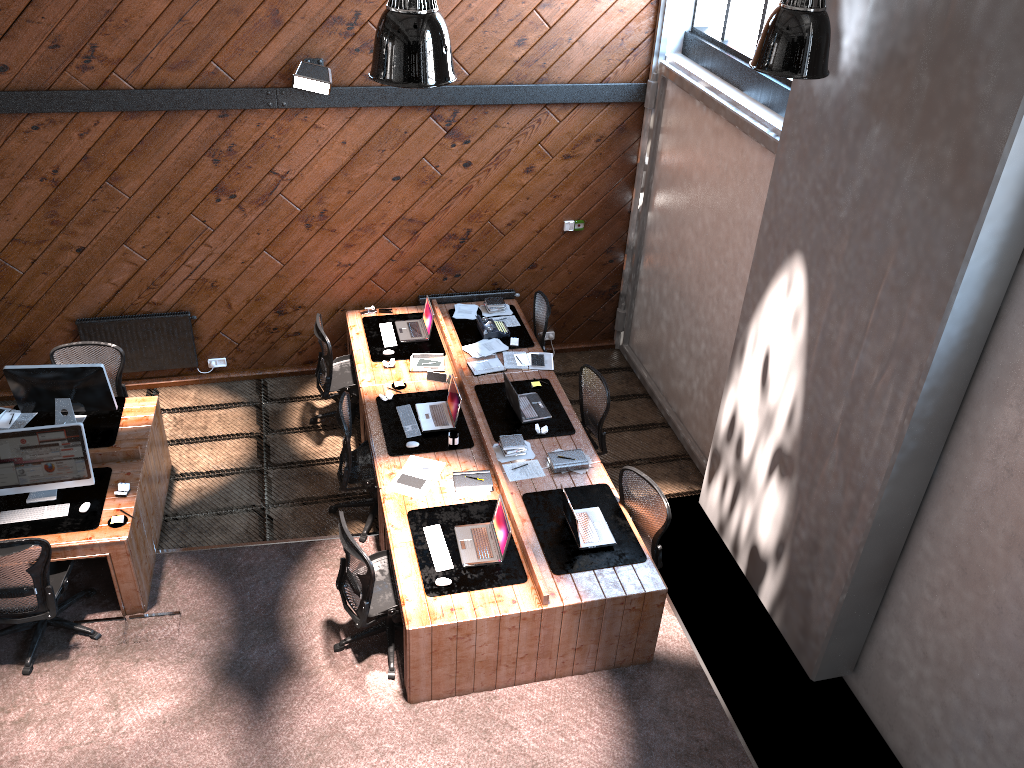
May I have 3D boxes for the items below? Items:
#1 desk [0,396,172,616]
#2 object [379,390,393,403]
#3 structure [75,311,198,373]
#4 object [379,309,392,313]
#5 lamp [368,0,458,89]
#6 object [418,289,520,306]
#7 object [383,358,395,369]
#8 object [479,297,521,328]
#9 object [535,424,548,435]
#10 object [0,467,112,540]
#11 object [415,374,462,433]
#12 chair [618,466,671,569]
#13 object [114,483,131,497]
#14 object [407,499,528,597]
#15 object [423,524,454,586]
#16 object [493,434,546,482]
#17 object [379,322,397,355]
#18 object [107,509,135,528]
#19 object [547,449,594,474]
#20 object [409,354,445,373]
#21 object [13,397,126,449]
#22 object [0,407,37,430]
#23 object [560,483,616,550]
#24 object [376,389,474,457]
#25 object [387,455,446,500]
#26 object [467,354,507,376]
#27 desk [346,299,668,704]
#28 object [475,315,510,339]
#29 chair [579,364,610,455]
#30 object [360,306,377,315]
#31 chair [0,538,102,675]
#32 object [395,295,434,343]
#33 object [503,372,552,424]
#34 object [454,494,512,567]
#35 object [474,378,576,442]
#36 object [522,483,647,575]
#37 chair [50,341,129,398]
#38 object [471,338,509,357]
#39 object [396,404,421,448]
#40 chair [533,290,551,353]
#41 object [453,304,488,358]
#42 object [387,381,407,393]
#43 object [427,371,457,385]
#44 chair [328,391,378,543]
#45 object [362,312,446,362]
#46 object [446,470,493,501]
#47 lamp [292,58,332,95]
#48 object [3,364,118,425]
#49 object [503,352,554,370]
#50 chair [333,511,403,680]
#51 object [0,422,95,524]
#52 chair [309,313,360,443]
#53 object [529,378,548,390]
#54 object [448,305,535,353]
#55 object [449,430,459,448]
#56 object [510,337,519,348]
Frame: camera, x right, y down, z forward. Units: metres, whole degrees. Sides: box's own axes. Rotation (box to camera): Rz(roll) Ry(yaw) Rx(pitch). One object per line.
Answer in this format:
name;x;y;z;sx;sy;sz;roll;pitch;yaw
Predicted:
desk;-4.810;0.985;6.482;4.117;0.840;1.748;-4;34;-12
object;-1.067;0.102;7.512;0.106;0.063;0.082;-17;38;-28
structure;-3.549;-0.375;8.506;1.064;0.628;0.073;-5;34;-13
object;-1.251;-0.725;8.780;0.134;0.042;0.022;3;33;-1
lamp;-0.446;-2.570;3.913;0.445;2.372;0.445;22;38;26
object;-0.450;-0.664;9.243;1.064;0.628;0.073;-5;34;-13
object;-1.105;-0.188;7.963;0.106;0.063;0.082;-7;35;-16
object;-0.128;-0.722;8.810;0.319;0.098;0.478;-6;35;-15
object;0.241;0.368;7.239;0.106;0.063;0.082;2;33;-3
object;-3.314;0.837;6.246;0.848;0.008;0.687;-4;34;-12
object;-0.605;0.154;7.232;0.320;0.288;0.380;-5;34;-13
chair;0.763;1.214;6.451;0.770;1.085;0.792;31;42;35
object;-2.797;0.760;6.361;0.082;0.063;0.106;4;33;1
object;-0.323;1.111;6.119;0.687;0.008;0.848;-6;34;-14
object;-0.490;1.153;6.009;0.139;0.040;0.577;-5;34;-13
object;0.047;0.555;6.914;0.319;0.098;0.478;-6;35;-15
object;-1.162;-0.432;8.347;0.139;0.040;0.577;-4;34;-11
object;-2.722;0.935;6.136;0.158;0.026;0.154;22;38;25
object;0.459;0.580;6.946;0.363;0.065;0.325;0;33;-5
object;-0.768;-0.190;8.004;0.316;0.060;0.229;-1;34;-7
object;-3.543;0.323;7.003;0.848;0.008;0.687;-4;34;-12
object;-4.040;0.274;7.006;0.467;0.017;0.304;8;34;6
object;0.533;0.908;6.198;0.320;0.288;0.380;-5;34;-13
object;-0.729;0.305;7.303;0.687;0.008;0.848;-6;34;-14
object;-0.717;0.691;6.704;0.304;0.017;0.467;13;35;14
object;-0.229;-0.175;8.033;0.316;0.060;0.229;-9;36;-19
desk;-0.321;0.592;7.511;1.748;0.840;4.117;-5;34;-13
object;-0.184;-0.560;8.538;0.290;0.116;0.322;-7;35;-15
chair;0.493;0.435;7.606;0.792;1.085;0.770;-19;40;-30
object;-1.416;-0.732;8.758;0.159;0.064;0.054;-10;36;-19
chair;-3.287;1.288;5.947;0.770;1.085;0.792;-12;36;-22
object;-0.930;-0.621;8.426;0.323;0.283;0.390;-5;34;-13
object;0.131;0.094;7.443;0.323;0.283;0.390;-8;35;-17
object;-0.205;0.994;6.047;0.323;0.283;0.390;-4;34;-11
object;0.096;0.211;7.525;0.687;0.008;0.848;-6;34;-14
object;0.502;1.017;6.341;0.687;0.008;0.848;-6;34;-14
chair;-3.525;0.235;7.521;0.770;1.085;0.792;-12;36;-22
object;-0.208;-0.345;8.311;0.315;0.002;0.246;-18;39;-29
object;-0.832;0.337;7.213;0.139;0.040;0.577;-6;35;-14
chair;0.066;-0.329;8.724;0.792;1.085;0.770;-12;36;-22
object;-0.387;-0.532;8.585;0.356;0.002;1.058;-6;35;-15
object;-0.985;0.010;7.705;0.158;0.026;0.154;19;36;21
object;-0.587;-0.039;7.766;0.347;0.083;0.129;23;38;27
chair;-1.114;0.598;7.204;0.792;1.085;0.770;-12;36;-22
object;-1.037;-0.456;8.427;0.687;0.008;0.848;-6;34;-14
object;-0.320;0.741;6.626;0.363;0.065;0.325;3;33;-1
lamp;-1.692;-2.575;7.473;0.328;0.287;0.283;-6;34;-14
object;-3.468;0.071;6.901;0.811;0.578;0.663;28;41;32
object;0.149;-0.224;8.169;0.467;0.017;0.304;2;33;-2
chair;-0.880;1.333;6.112;0.770;1.085;0.792;31;42;35
object;-3.326;0.547;6.188;0.714;0.573;0.610;-6;35;-14
chair;-1.525;-0.133;8.273;0.792;1.085;0.770;-19;40;-30
object;0.217;0.000;7.828;0.158;0.026;0.154;22;38;25
object;-0.212;-0.550;8.649;0.687;0.008;0.848;-6;34;-14
object;-0.463;0.436;7.022;0.078;0.138;0.099;2;33;-3
object;0.023;-0.391;8.364;0.082;0.063;0.106;4;33;1
